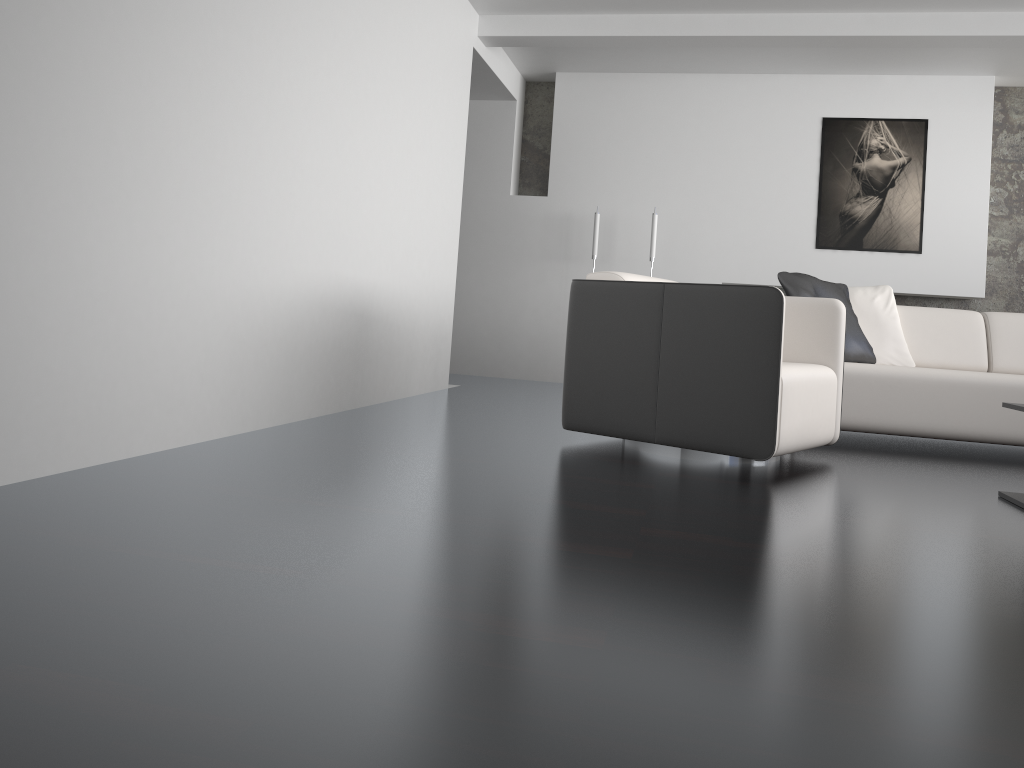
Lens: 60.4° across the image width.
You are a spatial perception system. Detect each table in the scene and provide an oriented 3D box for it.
[{"bbox_3d":[2.241,0.280,2.717,1.259,0.315,0.298,5,1,11],"label":"table"}]

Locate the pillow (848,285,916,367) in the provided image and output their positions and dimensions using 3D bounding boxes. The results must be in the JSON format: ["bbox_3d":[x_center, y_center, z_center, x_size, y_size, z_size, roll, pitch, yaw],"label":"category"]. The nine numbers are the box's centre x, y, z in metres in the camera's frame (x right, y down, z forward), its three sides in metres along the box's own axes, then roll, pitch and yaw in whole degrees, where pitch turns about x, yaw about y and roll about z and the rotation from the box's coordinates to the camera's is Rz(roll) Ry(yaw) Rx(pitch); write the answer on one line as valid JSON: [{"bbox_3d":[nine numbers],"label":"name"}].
[{"bbox_3d":[1.834,-0.308,4.760,0.585,0.501,0.322,4,-1,2],"label":"pillow"}]

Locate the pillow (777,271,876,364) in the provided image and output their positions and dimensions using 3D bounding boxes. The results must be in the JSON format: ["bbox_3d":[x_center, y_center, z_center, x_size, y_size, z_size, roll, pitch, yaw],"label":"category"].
[{"bbox_3d":[1.635,-0.337,4.527,0.563,0.451,0.278,3,0,-34],"label":"pillow"}]

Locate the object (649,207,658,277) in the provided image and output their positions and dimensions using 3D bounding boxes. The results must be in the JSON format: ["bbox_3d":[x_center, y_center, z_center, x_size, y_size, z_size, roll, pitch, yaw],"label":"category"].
[{"bbox_3d":[1.029,-0.631,6.580,0.180,1.401,0.179,3,-3,12],"label":"object"}]

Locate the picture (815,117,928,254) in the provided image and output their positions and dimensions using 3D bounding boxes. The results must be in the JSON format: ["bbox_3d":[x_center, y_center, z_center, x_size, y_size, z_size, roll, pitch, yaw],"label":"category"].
[{"bbox_3d":[2.686,-1.490,6.579,0.747,1.009,0.004,4,-3,12],"label":"picture"}]

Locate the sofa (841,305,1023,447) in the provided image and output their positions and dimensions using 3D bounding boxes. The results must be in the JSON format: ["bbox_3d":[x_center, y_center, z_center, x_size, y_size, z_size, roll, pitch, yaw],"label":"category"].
[{"bbox_3d":[2.500,-0.054,4.528,2.242,0.663,0.918,5,2,10],"label":"sofa"}]

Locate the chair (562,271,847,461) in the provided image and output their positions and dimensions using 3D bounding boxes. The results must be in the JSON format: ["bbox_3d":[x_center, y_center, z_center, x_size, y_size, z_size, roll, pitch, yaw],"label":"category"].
[{"bbox_3d":[0.787,-0.108,3.626,0.923,0.663,0.764,5,2,37],"label":"chair"}]

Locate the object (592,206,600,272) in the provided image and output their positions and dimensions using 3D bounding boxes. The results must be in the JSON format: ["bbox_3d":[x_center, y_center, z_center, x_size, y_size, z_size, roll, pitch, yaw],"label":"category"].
[{"bbox_3d":[0.614,-0.675,6.777,0.180,1.401,0.179,3,-3,12],"label":"object"}]
